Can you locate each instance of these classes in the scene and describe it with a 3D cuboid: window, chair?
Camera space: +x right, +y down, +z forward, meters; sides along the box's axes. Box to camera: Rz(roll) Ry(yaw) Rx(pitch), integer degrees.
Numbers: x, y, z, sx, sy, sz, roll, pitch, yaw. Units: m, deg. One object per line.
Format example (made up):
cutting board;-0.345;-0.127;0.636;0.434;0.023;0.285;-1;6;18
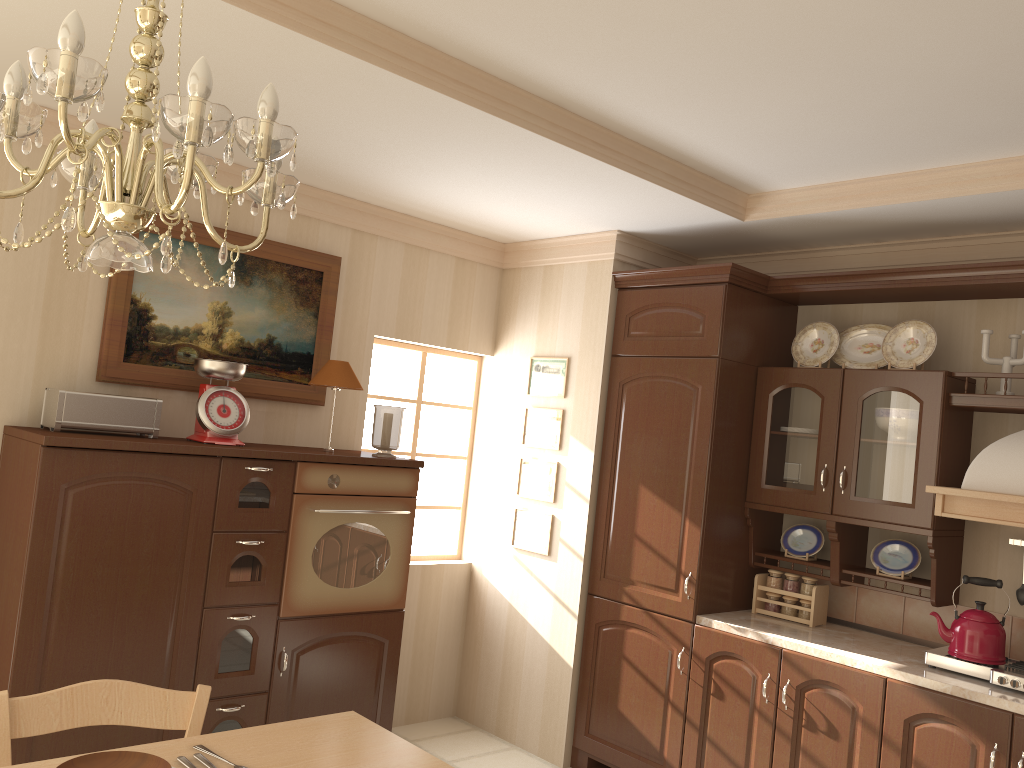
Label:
window;-0.514;0.354;4.544;0.765;1.100;0.050;9;-4;-42
chair;-0.877;1.109;1.818;0.462;0.846;0.517;7;-3;-26

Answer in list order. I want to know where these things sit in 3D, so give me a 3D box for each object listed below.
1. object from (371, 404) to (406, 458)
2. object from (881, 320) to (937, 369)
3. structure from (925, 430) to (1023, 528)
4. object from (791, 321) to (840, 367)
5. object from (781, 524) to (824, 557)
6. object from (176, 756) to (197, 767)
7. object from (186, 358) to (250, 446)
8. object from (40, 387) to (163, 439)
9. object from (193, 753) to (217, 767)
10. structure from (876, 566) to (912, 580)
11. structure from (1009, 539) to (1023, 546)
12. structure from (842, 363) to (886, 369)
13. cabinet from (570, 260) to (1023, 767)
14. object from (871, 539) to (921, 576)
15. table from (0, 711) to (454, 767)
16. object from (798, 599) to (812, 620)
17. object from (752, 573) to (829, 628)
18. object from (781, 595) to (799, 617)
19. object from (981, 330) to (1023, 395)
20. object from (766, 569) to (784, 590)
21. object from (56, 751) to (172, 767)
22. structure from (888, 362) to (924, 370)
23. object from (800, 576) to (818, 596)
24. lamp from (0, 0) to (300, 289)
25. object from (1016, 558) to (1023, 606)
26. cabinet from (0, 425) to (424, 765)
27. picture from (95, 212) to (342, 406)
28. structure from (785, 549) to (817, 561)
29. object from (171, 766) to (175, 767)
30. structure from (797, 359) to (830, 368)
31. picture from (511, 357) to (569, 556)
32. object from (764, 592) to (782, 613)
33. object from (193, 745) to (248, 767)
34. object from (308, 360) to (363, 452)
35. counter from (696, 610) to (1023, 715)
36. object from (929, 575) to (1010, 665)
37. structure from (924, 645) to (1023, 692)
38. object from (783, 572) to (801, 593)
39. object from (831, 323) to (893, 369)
object;-0.541;0.205;3.836;0.144;0.220;0.144;4;-3;31
object;1.596;-0.160;3.566;0.068;0.210;0.220;9;-4;-44
structure;1.946;0.088;3.090;0.455;0.845;0.753;9;-4;-42
object;1.321;-0.174;3.866;0.068;0.210;0.220;9;-4;-44
object;1.267;0.682;3.872;0.071;0.143;0.202;9;-4;-44
object;-0.612;0.773;1.744;0.022;0.008;0.218;8;-4;-40
object;-1.153;0.071;3.480;0.218;0.317;0.263;8;-4;-39
object;-1.498;0.110;3.251;0.360;0.150;0.192;9;-4;-42
object;-0.586;0.777;1.772;0.018;0.008;0.212;9;-4;-43
structure;1.539;0.712;3.562;0.080;0.126;0.110;9;-4;-42
structure;2.034;0.605;3.215;0.008;0.020;0.422;9;-4;-42
structure;1.491;-0.111;3.749;0.080;0.126;0.154;9;-4;-42
cabinet;1.031;0.610;2.560;2.436;2.313;3.226;9;-4;-42
object;1.543;0.696;3.567;0.071;0.143;0.202;9;-4;-44
table;-0.710;1.137;1.363;1.567;0.774;0.900;9;-4;-42
object;1.259;0.962;3.781;0.068;0.088;0.068;7;-3;-26
object;1.204;0.931;3.839;0.276;0.170;0.140;3;-4;43
object;1.202;0.959;3.835;0.068;0.088;0.068;7;-3;-26
object;1.841;-0.074;3.331;0.163;0.248;0.174;5;-3;10
object;1.155;0.856;3.893;0.068;0.088;0.068;7;-3;-26
object;-0.736;0.734;1.632;0.204;0.042;0.204;9;-4;-42
structure;1.586;-0.110;3.564;0.080;0.126;0.110;9;-4;-42
object;1.269;0.862;3.786;0.068;0.088;0.068;7;-3;-26
lamp;-0.562;-0.665;1.407;0.501;0.982;0.502;5;-3;17
object;1.915;0.712;3.312;0.015;0.231;0.048;9;-4;-41
cabinet;-1.156;0.910;3.453;1.513;1.349;0.538;9;-4;-42
picture;-1.176;-0.295;3.713;0.990;0.687;0.036;9;-4;-42
structure;1.263;0.699;3.866;0.080;0.126;0.110;9;-4;-42
object;-0.739;0.752;1.630;0.299;0.009;0.299;9;-4;-44
structure;1.316;-0.123;3.859;0.080;0.126;0.110;9;-4;-42
picture;0.136;0.346;4.401;0.010;0.964;0.268;9;-4;-42
object;1.145;0.956;3.888;0.068;0.088;0.068;7;-3;-26
object;-0.592;0.782;1.837;0.218;0.004;0.028;4;-4;37
object;-0.759;0.095;3.775;0.235;0.388;0.237;8;-3;-30
counter;1.191;0.954;2.313;2.422;0.034;2.603;9;-4;-42
object;1.626;0.820;3.118;0.227;0.282;0.181;7;-3;-19
structure;1.786;0.996;2.983;0.325;0.054;0.710;9;-4;-42
object;1.212;0.859;3.840;0.068;0.088;0.068;7;-3;-26
object;1.500;-0.158;3.754;0.073;0.209;0.342;9;-4;-41
